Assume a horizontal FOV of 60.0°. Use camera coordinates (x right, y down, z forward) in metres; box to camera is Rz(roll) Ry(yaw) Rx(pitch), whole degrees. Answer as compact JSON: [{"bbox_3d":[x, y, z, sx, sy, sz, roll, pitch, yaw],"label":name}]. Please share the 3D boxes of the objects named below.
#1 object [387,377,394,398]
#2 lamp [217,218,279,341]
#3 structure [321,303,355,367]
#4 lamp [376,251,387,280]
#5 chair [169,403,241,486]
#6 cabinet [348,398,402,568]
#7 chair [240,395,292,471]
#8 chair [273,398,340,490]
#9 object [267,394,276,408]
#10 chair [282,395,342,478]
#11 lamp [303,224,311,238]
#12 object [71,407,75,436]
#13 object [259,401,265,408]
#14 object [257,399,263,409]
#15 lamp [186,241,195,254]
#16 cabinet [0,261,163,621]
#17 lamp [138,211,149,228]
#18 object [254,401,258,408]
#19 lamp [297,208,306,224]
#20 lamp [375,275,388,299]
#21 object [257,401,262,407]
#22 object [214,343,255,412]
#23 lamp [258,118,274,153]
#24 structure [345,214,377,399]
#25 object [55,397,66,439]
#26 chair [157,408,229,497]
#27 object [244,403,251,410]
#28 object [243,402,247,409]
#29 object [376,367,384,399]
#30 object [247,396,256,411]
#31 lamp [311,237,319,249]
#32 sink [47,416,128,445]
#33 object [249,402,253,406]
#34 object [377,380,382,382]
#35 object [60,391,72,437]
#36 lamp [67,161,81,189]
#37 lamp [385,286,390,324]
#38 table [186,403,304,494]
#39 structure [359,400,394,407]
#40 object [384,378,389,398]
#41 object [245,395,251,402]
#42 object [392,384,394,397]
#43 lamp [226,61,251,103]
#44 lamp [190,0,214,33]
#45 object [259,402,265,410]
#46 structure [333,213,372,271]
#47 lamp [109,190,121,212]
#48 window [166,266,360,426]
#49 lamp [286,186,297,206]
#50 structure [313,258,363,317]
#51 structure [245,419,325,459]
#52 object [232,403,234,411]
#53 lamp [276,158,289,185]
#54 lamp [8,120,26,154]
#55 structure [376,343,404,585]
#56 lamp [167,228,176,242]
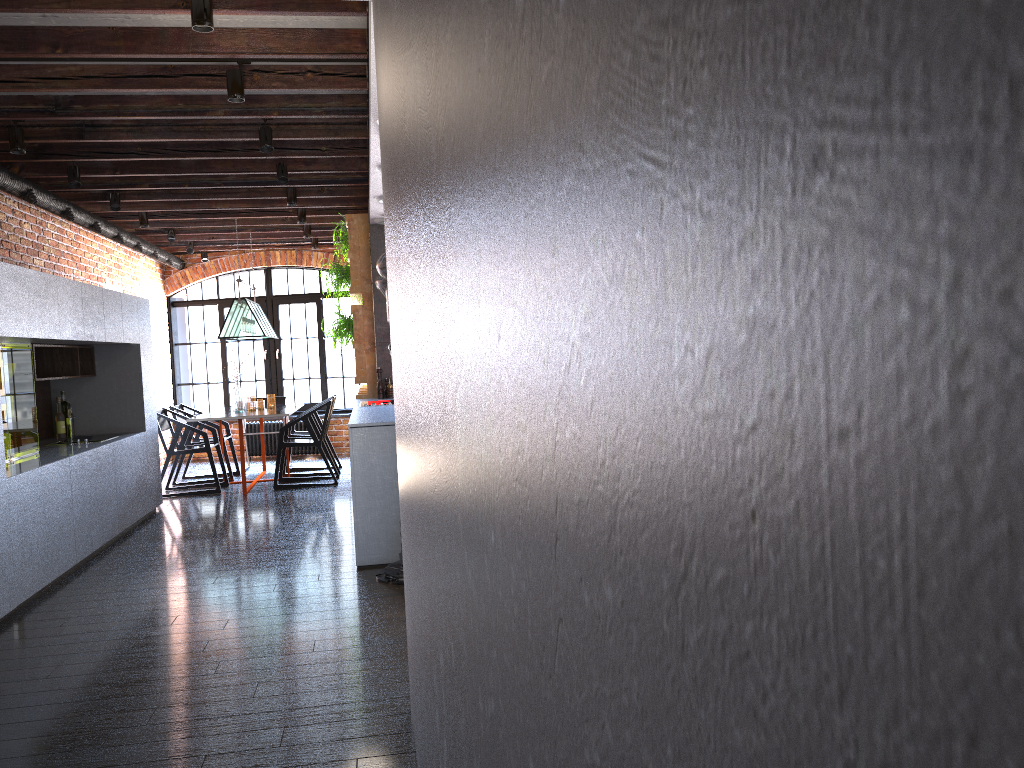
[{"bbox_3d":[-1.085,0.031,7.935,0.058,0.192,0.080,-1,3,32],"label":"object"},{"bbox_3d":[-2.738,-1.098,9.129,0.465,1.267,1.257,-3,2,-9],"label":"lamp"},{"bbox_3d":[-1.509,-0.457,8.356,0.422,0.620,0.570,-2,3,10],"label":"structure"},{"bbox_3d":[-0.816,-1.070,6.449,0.364,0.665,0.364,-4,3,-26],"label":"lamp"},{"bbox_3d":[-3.228,0.608,9.326,0.610,0.818,0.495,-3,3,-9],"label":"chair"},{"bbox_3d":[-0.859,0.591,6.632,0.607,0.844,2.959,-3,2,-9],"label":"cabinet"},{"bbox_3d":[-2.782,0.560,9.999,0.495,0.818,0.610,-3,3,-9],"label":"chair"},{"bbox_3d":[-2.031,0.574,8.713,0.610,0.818,0.495,-3,3,-9],"label":"chair"},{"bbox_3d":[-2.505,0.179,9.230,0.086,0.140,0.086,-4,3,-19],"label":"object"},{"bbox_3d":[-2.157,0.550,9.496,0.610,0.818,0.495,-3,3,-9],"label":"chair"},{"bbox_3d":[-2.179,-1.663,9.516,0.124,0.184,0.082,-4,3,-25],"label":"lamp"},{"bbox_3d":[-3.541,0.301,7.116,0.047,0.235,0.047,-4,3,-22],"label":"object"},{"bbox_3d":[-2.639,0.213,9.366,0.060,0.073,0.060,-2,3,22],"label":"object"},{"bbox_3d":[-2.586,0.208,9.110,0.061,0.099,0.061,-1,3,29],"label":"object"},{"bbox_3d":[-3.713,-1.606,10.250,0.093,0.206,0.160,-3,3,-12],"label":"lamp"},{"bbox_3d":[-3.094,0.258,5.547,0.713,1.809,4.173,-3,2,-9],"label":"cabinet"},{"bbox_3d":[-3.413,-1.550,8.241,0.123,0.189,0.083,-2,3,25],"label":"lamp"},{"bbox_3d":[-2.685,0.218,9.293,0.060,0.073,0.060,0,3,43],"label":"object"},{"bbox_3d":[-2.004,-1.630,8.479,0.082,0.184,0.113,-5,3,-42],"label":"lamp"},{"bbox_3d":[-0.999,-1.065,7.604,0.367,0.747,0.367,0,4,44],"label":"lamp"},{"bbox_3d":[-2.608,0.206,9.191,0.061,0.099,0.061,-3,3,-2],"label":"object"},{"bbox_3d":[-2.708,-0.079,8.766,0.443,0.709,0.194,-3,3,6],"label":"object"},{"bbox_3d":[-1.513,-1.525,5.447,0.091,0.203,0.119,-4,3,-30],"label":"lamp"},{"bbox_3d":[-1.587,-0.411,9.553,0.206,2.382,2.829,-3,2,-9],"label":"structure"},{"bbox_3d":[-3.519,0.264,6.904,0.063,0.323,0.063,-1,3,39],"label":"object"},{"bbox_3d":[-3.102,0.633,8.543,0.610,0.818,0.495,-3,3,-9],"label":"chair"},{"bbox_3d":[-2.702,0.228,9.066,0.060,0.073,0.060,-2,3,22],"label":"object"},{"bbox_3d":[-2.775,0.225,9.227,0.060,0.073,0.060,-2,3,22],"label":"object"},{"bbox_3d":[-1.179,-0.009,7.908,0.061,0.283,0.061,-3,3,5],"label":"object"},{"bbox_3d":[-2.630,0.196,8.956,0.086,0.140,0.086,-5,3,-36],"label":"object"},{"bbox_3d":[-2.328,-1.695,10.499,0.082,0.184,0.112,-5,3,-41],"label":"lamp"},{"bbox_3d":[-3.210,0.373,6.710,0.381,0.287,0.827,-3,2,-9],"label":"sink"},{"bbox_3d":[-2.690,0.225,9.130,0.060,0.073,0.060,-2,3,22],"label":"object"},{"bbox_3d":[-1.188,0.041,7.982,0.048,0.180,0.048,-1,3,41],"label":"object"},{"bbox_3d":[-3.535,0.236,7.031,0.095,0.369,0.109,-3,3,-9],"label":"object"},{"bbox_3d":[-3.071,-1.477,6.228,0.092,0.209,0.139,-4,3,-25],"label":"lamp"},{"bbox_3d":[-0.915,-0.943,7.032,0.195,0.955,0.197,-2,3,21],"label":"lamp"},{"bbox_3d":[-2.626,0.633,9.025,0.905,0.737,1.887,-3,2,-9],"label":"table"},{"bbox_3d":[-0.981,0.160,7.205,0.504,0.057,0.763,-3,2,-9],"label":"structure"},{"bbox_3d":[-1.129,0.037,8.005,0.048,0.180,0.048,-4,3,-26],"label":"object"},{"bbox_3d":[-2.754,0.150,9.253,0.060,0.073,0.060,-4,3,-32],"label":"object"},{"bbox_3d":[-1.055,0.056,7.990,0.069,0.135,0.069,-4,3,-29],"label":"object"},{"bbox_3d":[-1.354,-1.501,4.404,0.121,0.184,0.082,-4,3,-17],"label":"lamp"},{"bbox_3d":[-1.193,-1.470,3.426,0.082,0.184,0.114,-5,4,-44],"label":"lamp"},{"bbox_3d":[-2.538,0.219,9.004,0.049,0.080,0.049,-4,3,-25],"label":"object"},{"bbox_3d":[-1.423,-1.307,8.319,0.570,0.620,0.422,-4,3,-20],"label":"structure"},{"bbox_3d":[-3.229,-1.508,7.224,0.093,0.210,0.148,-4,3,-22],"label":"lamp"},{"bbox_3d":[-3.075,-0.553,11.377,3.145,2.233,0.177,-2,3,9],"label":"window"},{"bbox_3d":[-1.843,-1.598,7.455,0.116,0.184,0.082,-1,3,42],"label":"lamp"},{"bbox_3d":[-1.568,-0.932,8.294,0.570,0.620,0.422,-5,3,-40],"label":"structure"},{"bbox_3d":[-2.833,0.694,11.113,1.115,0.476,0.106,-2,3,9],"label":"structure"},{"bbox_3d":[-2.826,0.235,9.058,0.060,0.073,0.060,-2,3,22],"label":"object"},{"bbox_3d":[-1.666,-1.553,6.447,0.093,0.210,0.145,-4,3,-17],"label":"lamp"},{"bbox_3d":[-2.917,-1.457,5.224,0.082,0.184,0.110,-5,3,-37],"label":"lamp"},{"bbox_3d":[2.955,-0.381,6.797,8.512,2.394,0.481,-4,3,-28],"label":"structure"},{"bbox_3d":[-3.554,-1.578,9.270,0.093,0.201,0.162,-4,3,-16],"label":"lamp"}]
